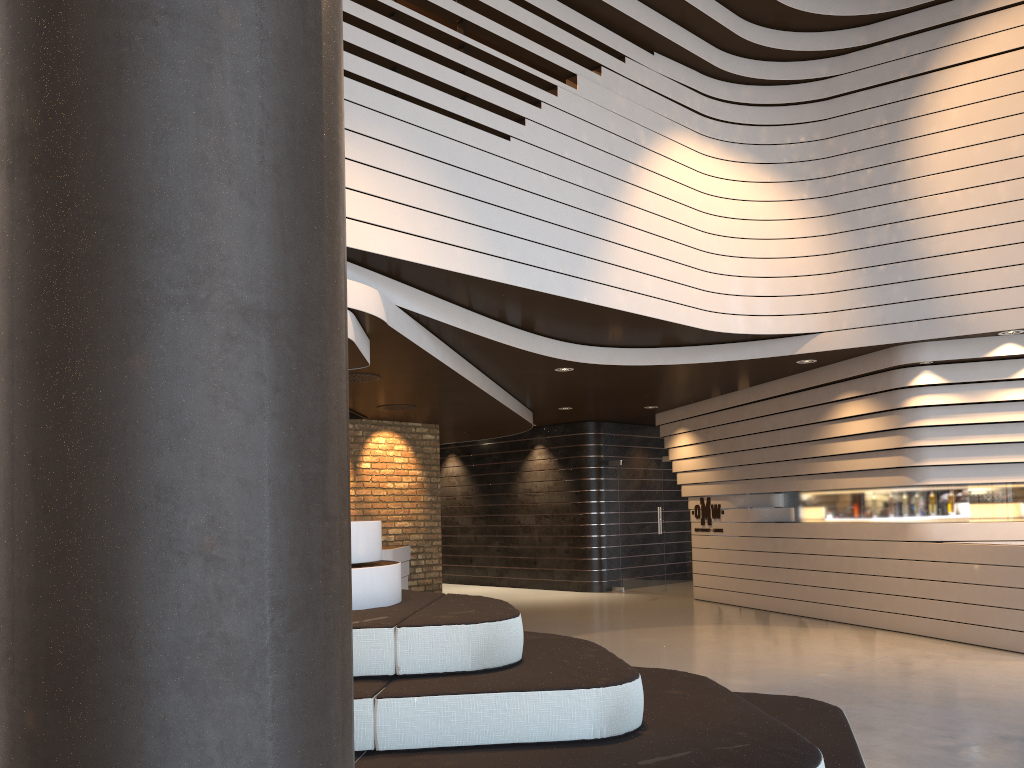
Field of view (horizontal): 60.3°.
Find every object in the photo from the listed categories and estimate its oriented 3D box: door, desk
[{"bbox_3d":[2.151,1.844,13.376,0.079,2.686,1.791,1,-4,-40],"label":"door"},{"bbox_3d":[-1.673,2.342,10.120,0.851,0.914,1.468,-2,-7,4],"label":"desk"}]

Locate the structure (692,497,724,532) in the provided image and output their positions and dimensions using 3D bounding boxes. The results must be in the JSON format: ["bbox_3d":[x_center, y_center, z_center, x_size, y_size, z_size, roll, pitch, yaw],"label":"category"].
[{"bbox_3d":[2.666,1.784,12.041,0.017,0.466,0.811,-1,-7,-19],"label":"structure"}]
